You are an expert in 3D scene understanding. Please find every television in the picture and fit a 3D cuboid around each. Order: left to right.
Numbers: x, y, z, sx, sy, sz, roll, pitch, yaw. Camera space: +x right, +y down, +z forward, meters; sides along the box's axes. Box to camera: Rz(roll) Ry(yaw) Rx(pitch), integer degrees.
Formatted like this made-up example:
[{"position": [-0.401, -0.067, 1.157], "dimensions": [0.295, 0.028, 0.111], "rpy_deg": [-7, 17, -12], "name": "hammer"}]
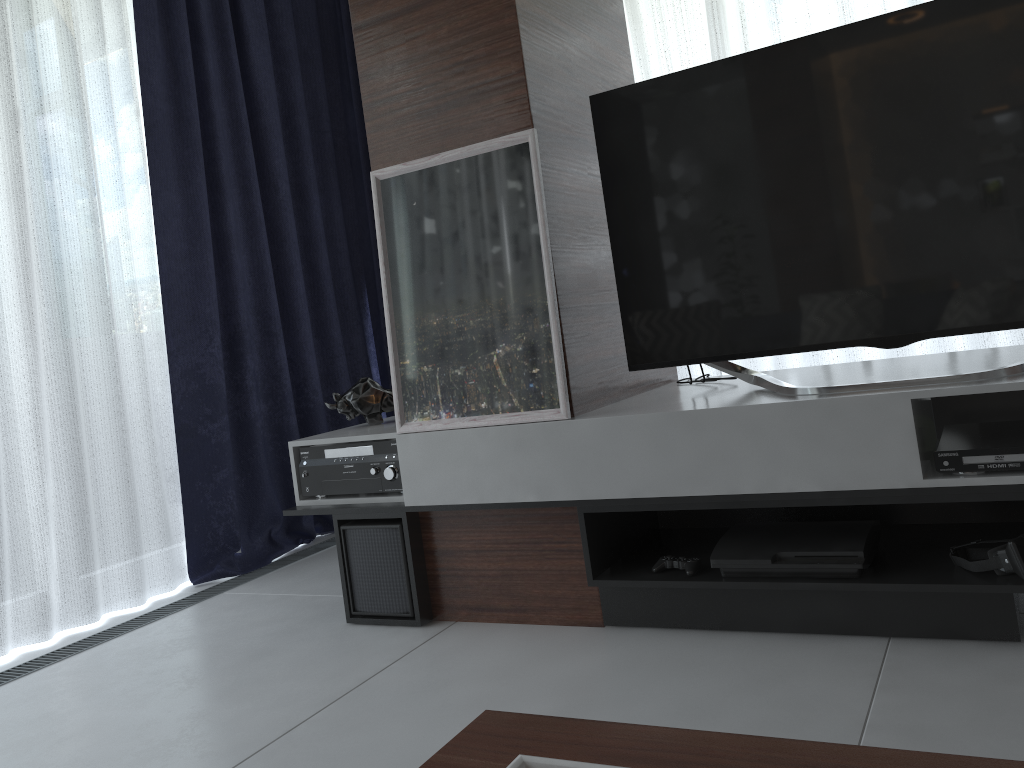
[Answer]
[{"position": [0.794, -0.400, 1.946], "dimensions": [1.224, 0.788, 0.299], "rpy_deg": [-7, -1, 29], "name": "television"}]

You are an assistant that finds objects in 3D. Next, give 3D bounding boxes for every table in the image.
[{"position": [0.149, 0.504, 0.356], "dimensions": [0.796, 0.353, 0.810], "rpy_deg": [-7, 3, 29], "name": "table"}]

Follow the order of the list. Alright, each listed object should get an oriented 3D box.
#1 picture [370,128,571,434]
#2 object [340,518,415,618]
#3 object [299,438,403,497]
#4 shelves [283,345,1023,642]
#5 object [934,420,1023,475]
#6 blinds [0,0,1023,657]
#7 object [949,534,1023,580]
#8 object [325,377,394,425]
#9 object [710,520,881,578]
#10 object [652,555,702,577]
[{"position": [-0.121, -0.244, 2.225], "dimensions": [0.497, 0.702, 0.053], "rpy_deg": [-8, -2, 29], "name": "picture"}, {"position": [-0.304, 0.487, 2.470], "dimensions": [0.212, 0.251, 0.255], "rpy_deg": [-8, 1, 29], "name": "object"}, {"position": [-0.371, 0.224, 2.615], "dimensions": [0.367, 0.150, 0.371], "rpy_deg": [-7, 3, 29], "name": "object"}, {"position": [0.584, 0.260, 2.324], "dimensions": [2.337, 0.500, 0.877], "rpy_deg": [-6, 2, 29], "name": "shelves"}, {"position": [1.080, 0.116, 1.740], "dimensions": [0.428, 0.053, 0.337], "rpy_deg": [-6, 3, 29], "name": "object"}, {"position": [-0.051, -0.671, 0.039], "dimensions": [5.766, 2.776, 7.177], "rpy_deg": [-7, 3, 33], "name": "blinds"}, {"position": [0.955, 0.326, 1.745], "dimensions": [0.117, 0.079, 0.183], "rpy_deg": [-9, 2, -31], "name": "object"}, {"position": [-0.429, 0.049, 2.778], "dimensions": [0.312, 0.150, 0.137], "rpy_deg": [-9, 0, -14], "name": "object"}, {"position": [0.641, 0.361, 1.979], "dimensions": [0.312, 0.067, 0.315], "rpy_deg": [-6, 3, 29], "name": "object"}, {"position": [0.381, 0.412, 2.026], "dimensions": [0.112, 0.036, 0.071], "rpy_deg": [-6, 3, 42], "name": "object"}]
